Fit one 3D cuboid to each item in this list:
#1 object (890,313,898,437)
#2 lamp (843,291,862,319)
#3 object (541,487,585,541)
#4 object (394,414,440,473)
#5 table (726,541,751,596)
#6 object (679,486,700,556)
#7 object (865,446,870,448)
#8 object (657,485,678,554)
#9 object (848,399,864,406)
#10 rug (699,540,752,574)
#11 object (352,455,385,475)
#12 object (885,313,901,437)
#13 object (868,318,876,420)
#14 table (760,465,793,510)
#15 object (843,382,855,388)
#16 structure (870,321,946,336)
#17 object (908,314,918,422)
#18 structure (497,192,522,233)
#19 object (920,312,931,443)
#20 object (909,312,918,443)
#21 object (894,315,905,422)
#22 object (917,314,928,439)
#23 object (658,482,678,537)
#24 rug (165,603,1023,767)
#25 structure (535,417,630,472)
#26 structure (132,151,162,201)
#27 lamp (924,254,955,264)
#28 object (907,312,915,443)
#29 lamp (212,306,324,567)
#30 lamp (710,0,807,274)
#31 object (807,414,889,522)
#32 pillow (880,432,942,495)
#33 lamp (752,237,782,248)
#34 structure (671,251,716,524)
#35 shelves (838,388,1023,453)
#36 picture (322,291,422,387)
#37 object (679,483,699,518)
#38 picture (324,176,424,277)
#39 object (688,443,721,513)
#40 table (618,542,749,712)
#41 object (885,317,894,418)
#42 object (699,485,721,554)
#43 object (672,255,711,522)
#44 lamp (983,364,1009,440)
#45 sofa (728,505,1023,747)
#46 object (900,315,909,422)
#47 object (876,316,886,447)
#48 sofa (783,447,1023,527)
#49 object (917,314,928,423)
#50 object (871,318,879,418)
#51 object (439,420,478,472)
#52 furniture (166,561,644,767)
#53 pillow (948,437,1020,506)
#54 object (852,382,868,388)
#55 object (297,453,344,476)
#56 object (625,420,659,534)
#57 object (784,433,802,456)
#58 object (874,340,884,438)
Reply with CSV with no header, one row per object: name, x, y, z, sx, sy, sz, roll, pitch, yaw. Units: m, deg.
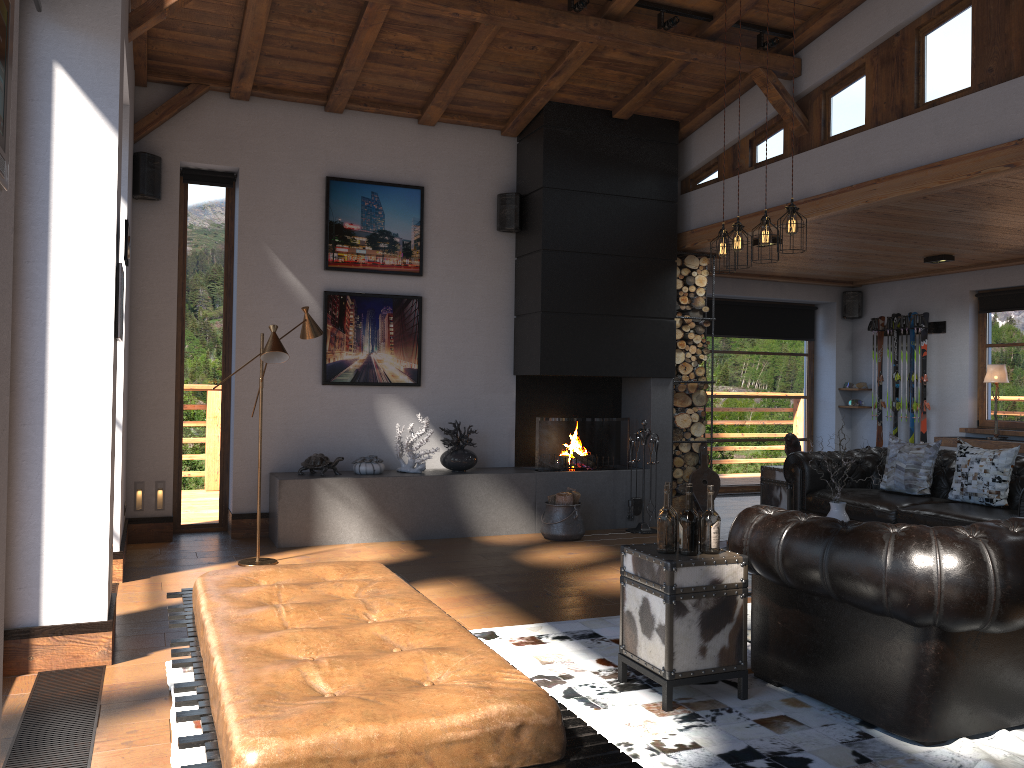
object,4.601,-0.041,10.680,0.112,1.622,0.072,1,-1,-23
lamp,4.350,-1.008,11.329,0.215,0.349,0.212,1,-1,-23
object,0.439,1.117,7.614,0.383,0.431,0.384,1,-1,3
object,-0.851,0.513,7.619,0.422,0.532,0.262,0,-1,36
table,1.637,1.154,5.287,0.403,0.350,0.644,1,0,-22
object,0.746,0.572,3.733,0.087,0.286,0.088,1,-1,17
object,4.339,0.893,10.869,0.254,0.270,0.115,1,-1,-33
object,0.660,0.571,3.767,0.088,0.286,0.087,1,-1,-10
object,4.354,0.235,11.256,0.187,0.084,0.353,1,0,13
rug,3.091,1.334,5.984,2.452,0.053,4.010,1,0,-22
object,-1.224,0.687,7.554,0.283,0.160,0.257,1,0,-20
object,4.550,-0.042,10.588,0.257,1.622,0.103,1,-1,-27
object,4.375,-0.184,10.777,0.122,1.250,0.058,2,-1,-41
table,2.524,1.052,8.005,0.409,0.609,0.414,1,-1,-23
object,4.328,0.016,11.334,0.161,0.084,0.188,1,0,-24
structure,4.629,-0.655,10.540,0.321,0.135,1.041,1,0,-22
object,4.606,-0.181,10.197,0.120,1.250,0.059,0,-1,34
structure,-0.022,-1.599,8.275,0.215,0.349,0.212,1,-1,-23
object,4.766,-0.024,10.180,0.116,1.607,0.094,1,-1,-23
object,4.731,-0.040,10.415,0.112,1.622,0.072,1,-1,-23
object,4.540,-0.182,10.397,0.120,1.250,0.059,1,-1,24
object,4.740,-0.009,10.274,0.116,1.607,0.094,1,-1,-23
object,0.683,0.572,3.883,0.088,0.286,0.087,1,-1,-13
rug,0.604,1.291,3.730,3.840,0.053,2.411,1,0,-22
structure,0.704,0.572,8.233,0.991,0.514,0.182,1,-1,-23
structure,-2.898,-1.646,7.044,0.215,0.349,0.212,1,-1,-23
lamp,4.357,-1.279,9.043,0.156,0.068,0.259,1,0,-22
object,4.713,-0.040,10.488,0.112,1.622,0.072,1,-1,-23
lamp,-1.745,0.341,6.368,0.528,1.899,1.321,1,-1,-1
lamp,1.627,-1.885,5.972,0.264,2.202,0.794,1,-1,-32
object,2.016,0.581,5.454,0.408,0.808,0.617,1,-1,-11
pillow,3.200,0.635,7.133,0.285,0.469,0.524,1,-1,-20
lamp,2.347,-1.312,8.178,0.156,0.068,0.259,1,0,-22
structure,1.657,0.038,8.788,0.506,2.617,0.507,1,-1,-23
shelves,5.513,0.562,8.347,0.617,0.989,6.586,1,0,-22
picture,-1.227,-0.391,7.832,0.887,0.816,0.035,1,-1,-23
object,0.765,0.573,3.829,0.088,0.286,0.086,2,-1,-45
picture,-1.211,-1.385,7.848,0.887,0.816,0.035,1,-1,-23
object,1.845,0.959,8.525,0.271,0.795,0.260,2,-1,-39
table,0.729,1.016,3.804,0.409,0.609,0.414,1,-1,-23
object,4.517,-0.182,10.625,0.060,1.250,0.119,2,-1,-41
object,0.843,0.574,3.770,0.086,0.286,0.089,0,-1,44
object,1.647,0.044,8.793,0.498,2.612,0.462,1,-1,-23
lamp,5.268,0.538,9.381,0.637,1.482,0.244,1,-1,-20
sofa,2.344,0.926,3.940,2.588,0.838,1.228,1,0,-24
object,4.605,-0.181,10.410,0.060,1.250,0.119,2,-1,-41
object,4.515,-0.026,10.795,0.116,1.607,0.094,1,-1,-23
sofa,3.331,0.947,6.665,1.250,0.838,2.543,1,0,-23
object,4.711,-0.180,10.181,0.120,1.250,0.059,0,-1,29
object,4.429,-0.183,10.840,0.060,1.250,0.119,2,-1,-41
object,-0.472,0.546,7.851,0.341,0.455,0.334,1,-1,3
furniture,-0.669,1.079,3.402,1.185,0.437,2.735,1,0,-22
pillow,3.455,0.638,6.509,0.285,0.469,0.524,1,-1,-20
object,4.395,0.017,11.171,0.191,0.084,0.158,1,0,-24
object,-1.584,0.669,7.379,0.402,0.183,0.228,1,0,21
object,1.194,0.832,8.038,0.305,1.018,0.310,1,-1,23
object,2.531,0.596,7.986,0.148,0.319,0.250,1,-1,19
object,4.489,-0.012,10.888,0.116,1.607,0.094,1,-1,-23
